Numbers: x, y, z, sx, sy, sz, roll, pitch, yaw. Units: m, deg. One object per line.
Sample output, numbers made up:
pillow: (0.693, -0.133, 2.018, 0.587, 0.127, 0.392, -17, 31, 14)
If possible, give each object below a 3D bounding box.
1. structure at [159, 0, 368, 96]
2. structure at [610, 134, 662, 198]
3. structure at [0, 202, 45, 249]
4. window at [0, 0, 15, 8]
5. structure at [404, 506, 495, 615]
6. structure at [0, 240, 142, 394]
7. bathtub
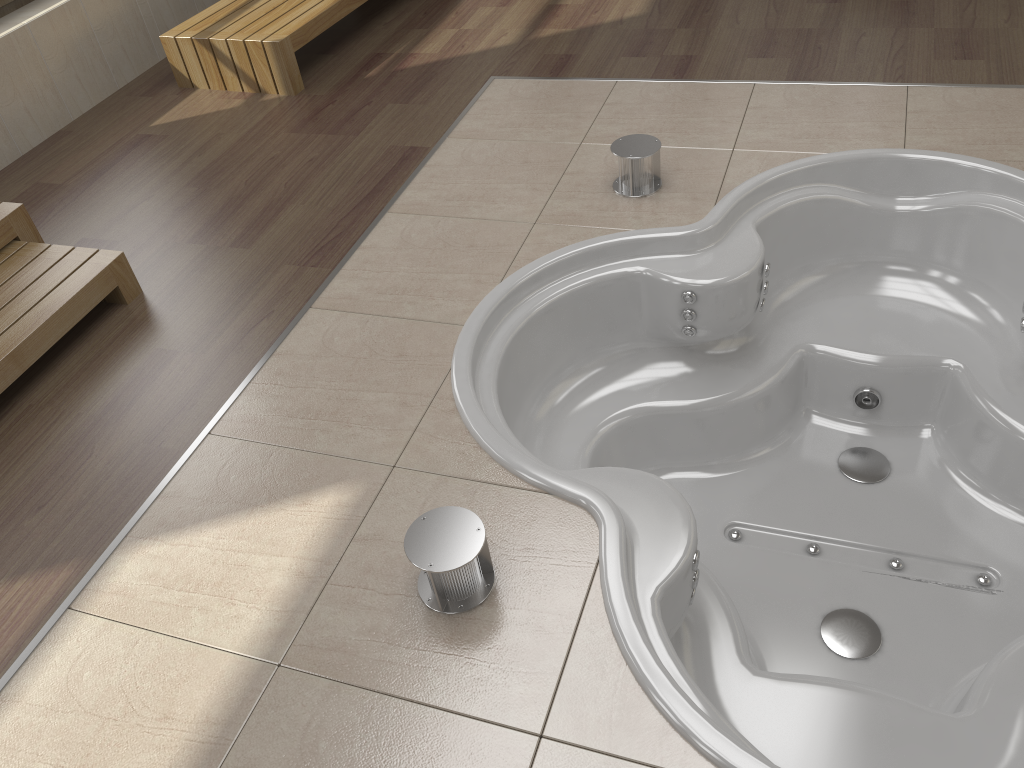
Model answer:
structure: (-0.876, -1.769, 4.103, 0.620, 0.220, 1.450, 12, 45, 23)
structure: (0.375, -0.657, 2.670, 0.150, 0.131, 0.150, -16, 41, -7)
structure: (-1.979, -0.024, 2.338, 0.620, 0.220, 1.450, 8, 44, 19)
window: (-2.147, -2.188, 2.848, 0.117, 1.934, 1.188, 8, 44, 19)
structure: (-0.114, 0.327, 1.649, 0.150, 0.131, 0.150, 11, 45, 22)
structure: (-1.597, 0.054, 2.238, 0.620, 0.140, 1.280, 8, 44, 19)
bathtub: (0.881, 0.215, 2.166, 1.751, 0.674, 1.754, -23, 43, -15)
